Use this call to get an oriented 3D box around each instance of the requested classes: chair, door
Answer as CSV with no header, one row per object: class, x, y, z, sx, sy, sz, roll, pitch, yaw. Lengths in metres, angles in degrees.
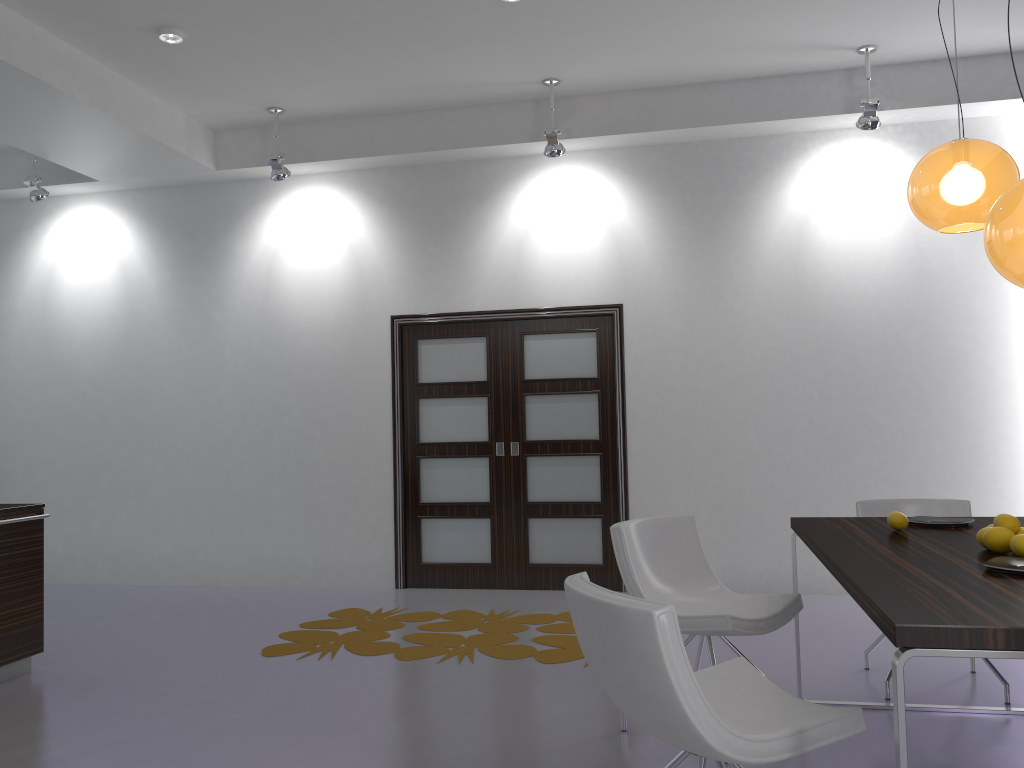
chair,1.872,0.943,4.000,0.508,0.805,0.620,-2,-3,12
chair,0.743,0.946,3.488,0.508,0.805,0.620,1,-4,-43
chair,0.467,0.892,2.218,0.620,0.805,0.508,0,-3,-18
door,-0.018,0.483,6.626,1.764,2.061,0.220,-2,-3,12

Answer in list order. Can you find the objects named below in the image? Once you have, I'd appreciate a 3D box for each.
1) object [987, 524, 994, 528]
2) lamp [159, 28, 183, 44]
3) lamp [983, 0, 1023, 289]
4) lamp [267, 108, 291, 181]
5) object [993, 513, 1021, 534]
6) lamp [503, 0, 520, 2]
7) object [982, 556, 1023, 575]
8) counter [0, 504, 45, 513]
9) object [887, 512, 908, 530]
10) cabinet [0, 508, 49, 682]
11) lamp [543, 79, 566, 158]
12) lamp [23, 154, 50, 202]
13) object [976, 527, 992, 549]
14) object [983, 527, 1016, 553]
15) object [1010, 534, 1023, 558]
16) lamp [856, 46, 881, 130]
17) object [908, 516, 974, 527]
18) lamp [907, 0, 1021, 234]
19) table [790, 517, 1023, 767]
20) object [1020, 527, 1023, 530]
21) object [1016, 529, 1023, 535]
object,1.542,0.481,2.821,0.070,0.068,0.083,-2,-3,16
lamp,-1.958,-1.999,5.092,0.132,0.035,0.132,-1,-3,-16
lamp,1.409,-1.237,2.347,0.358,1.974,0.359,-2,-3,17
lamp,-1.682,-1.707,6.374,0.150,0.511,0.185,-2,-3,12
object,1.513,0.430,2.711,0.070,0.068,0.083,-2,-3,16
lamp,-0.001,-2.065,4.685,0.132,0.035,0.132,1,-3,-35
object,1.392,0.489,2.365,0.232,0.020,0.232,-4,-4,40
counter,-3.404,0.781,3.140,1.302,1.300,3.291,-2,-3,12
object,1.419,0.504,3.263,0.070,0.068,0.083,-2,-3,16
cabinet,-3.389,1.004,3.125,1.377,0.852,3.285,-2,-3,12
lamp,0.275,-1.773,5.967,0.150,0.511,0.185,-2,-3,12
lamp,-3.639,-1.641,6.781,0.150,0.511,0.185,-2,-3,12
object,1.484,0.479,2.754,0.083,0.068,0.070,0,-3,-19
object,1.468,0.469,2.665,0.094,0.080,0.076,-2,-3,13
object,1.485,0.470,2.570,0.070,0.068,0.083,-2,-3,16
lamp,2.233,-1.838,5.560,0.150,0.511,0.185,-2,-3,12
object,1.647,0.533,3.424,0.232,0.020,0.232,-4,-4,40
lamp,1.571,-1.368,3.157,0.359,1.645,0.358,-2,-3,23
table,1.539,0.899,2.654,1.127,0.783,2.046,-2,-3,12
object,1.567,0.476,2.737,0.083,0.068,0.070,0,-3,-19
object,1.551,0.471,2.656,0.069,0.071,0.081,-1,-3,-11
